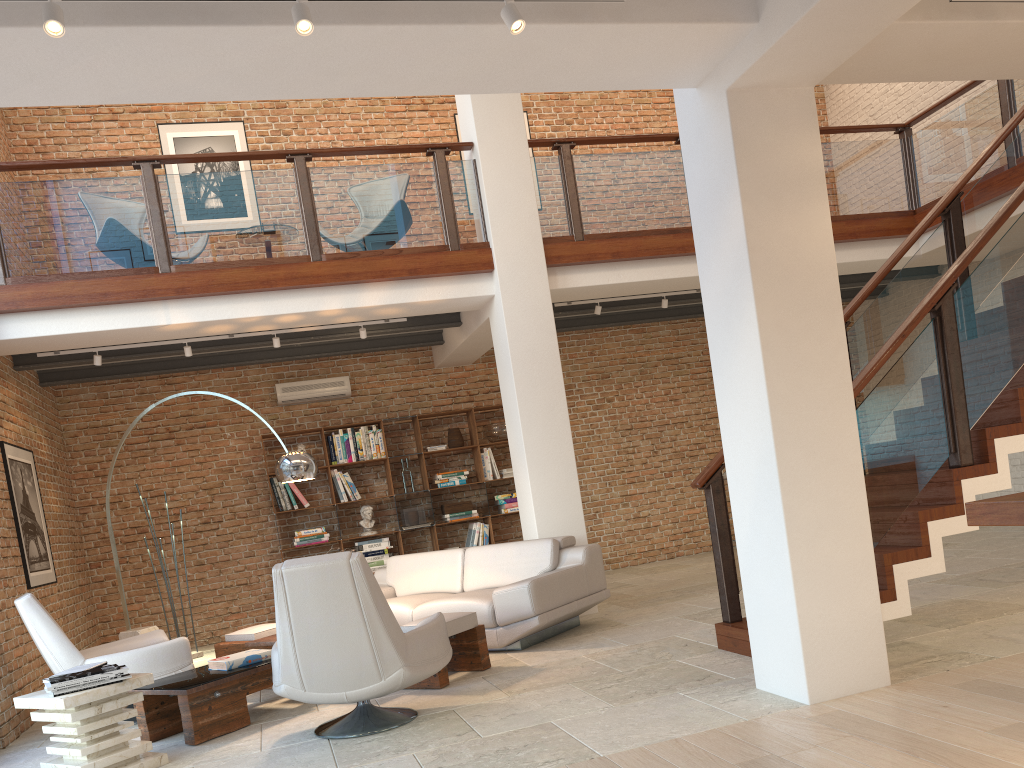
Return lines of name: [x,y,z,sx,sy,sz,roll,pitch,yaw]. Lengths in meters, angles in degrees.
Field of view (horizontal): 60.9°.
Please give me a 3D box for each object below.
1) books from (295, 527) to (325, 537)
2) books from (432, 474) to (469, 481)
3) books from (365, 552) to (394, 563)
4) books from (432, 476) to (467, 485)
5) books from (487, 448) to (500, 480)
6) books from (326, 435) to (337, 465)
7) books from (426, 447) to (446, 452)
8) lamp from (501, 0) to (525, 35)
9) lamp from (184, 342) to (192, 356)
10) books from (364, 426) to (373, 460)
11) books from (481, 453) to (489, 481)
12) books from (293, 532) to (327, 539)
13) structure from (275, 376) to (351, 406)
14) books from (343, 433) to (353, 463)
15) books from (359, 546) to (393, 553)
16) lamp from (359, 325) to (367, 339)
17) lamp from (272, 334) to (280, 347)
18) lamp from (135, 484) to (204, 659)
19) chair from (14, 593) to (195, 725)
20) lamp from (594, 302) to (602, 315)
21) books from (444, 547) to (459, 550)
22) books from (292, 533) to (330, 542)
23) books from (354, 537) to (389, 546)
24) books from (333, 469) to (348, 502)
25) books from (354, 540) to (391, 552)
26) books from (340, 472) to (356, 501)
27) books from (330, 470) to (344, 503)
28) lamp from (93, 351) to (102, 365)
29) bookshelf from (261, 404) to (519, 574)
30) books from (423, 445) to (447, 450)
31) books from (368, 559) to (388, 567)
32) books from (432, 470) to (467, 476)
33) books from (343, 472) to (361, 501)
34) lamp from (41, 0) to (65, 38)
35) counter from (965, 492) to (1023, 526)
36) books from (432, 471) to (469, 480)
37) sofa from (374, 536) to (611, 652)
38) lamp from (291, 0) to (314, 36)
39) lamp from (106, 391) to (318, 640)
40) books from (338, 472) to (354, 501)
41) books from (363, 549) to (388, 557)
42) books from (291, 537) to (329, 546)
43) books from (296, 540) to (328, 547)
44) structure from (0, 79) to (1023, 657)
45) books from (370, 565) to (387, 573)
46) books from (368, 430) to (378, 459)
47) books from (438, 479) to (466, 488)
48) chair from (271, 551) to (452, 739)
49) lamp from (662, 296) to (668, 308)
books: [-2.253,1.650,9.728,0.324,0.055,0.258,-7,-7,-14]
books: [-0.719,1.092,10.139,0.376,0.018,0.248,-6,-8,-23]
books: [-1.564,1.980,9.912,0.375,0.064,0.248,-5,-7,-29]
books: [-0.732,1.123,10.146,0.377,0.036,0.247,-7,-7,-16]
books: [-0.242,0.945,10.295,0.100,0.383,0.245,-10,1,-17]
books: [-2.025,0.755,9.786,0.055,0.329,0.256,-10,0,-17]
books: [-0.879,0.757,10.036,0.204,0.034,0.134,-7,-7,-16]
lamp: [0.002,-1.278,3.033,0.087,0.129,0.058,-9,1,44]
lamp: [-2.788,-0.295,7.498,0.060,0.121,0.086,-9,0,-14]
books: [-1.640,0.680,9.883,0.036,0.383,0.245,-10,1,-17]
books: [-0.356,0.984,10.241,0.055,0.329,0.256,-10,0,-17]
books: [-2.256,1.689,9.730,0.353,0.020,0.276,-7,-7,-17]
structure: [-2.237,0.078,9.823,0.807,0.219,0.202,-7,-2,-16]
books: [-1.862,0.735,9.832,0.055,0.329,0.256,-10,0,-17]
books: [-1.589,1.884,9.904,0.441,0.020,0.275,-7,-7,-16]
lamp: [-1.353,-0.470,7.908,0.060,0.115,0.095,-9,-1,-10]
lamp: [-2.080,-0.377,7.695,0.060,0.129,0.086,-9,0,-14]
lamp: [-3.419,1.875,8.709,0.202,1.821,0.410,-5,4,44]
chair: [-2.826,1.867,6.073,0.971,0.997,1.042,-8,-2,-32]
lamp: [0.838,-0.729,8.507,0.087,0.129,0.058,-9,1,44]
books: [-0.707,1.929,10.180,0.131,0.034,0.209,-6,-7,-21]
books: [-2.244,1.714,9.713,0.376,0.036,0.248,-6,-7,-22]
books: [-1.604,1.792,9.913,0.377,0.036,0.247,-7,-7,-16]
books: [-1.934,1.148,9.798,0.103,0.383,0.245,-10,1,-17]
books: [-1.593,1.843,9.922,0.376,0.064,0.248,-6,-7,-22]
books: [-1.865,1.159,9.838,0.124,0.348,0.274,-9,0,-17]
books: [-1.976,1.155,9.811,0.100,0.383,0.245,-10,1,-17]
lamp: [-3.473,-0.209,7.304,0.087,0.129,0.058,-9,1,44]
bookshelf: [-1.142,1.492,10.017,3.012,2.202,0.366,-8,3,-15]
books: [-0.890,0.733,10.040,0.234,0.019,0.173,-6,-7,-23]
books: [-1.570,2.044,9.929,0.360,0.055,0.286,-7,-7,-14]
books: [-0.731,1.038,10.147,0.353,0.020,0.276,-7,-7,-17]
books: [-1.814,1.160,9.837,0.157,0.329,0.256,-9,0,-17]
lamp: [-1.392,-1.115,2.641,0.060,0.121,0.086,-9,0,-14]
counter: [2.588,0.521,1.707,1.674,0.916,2.528,-7,-6,-16]
books: [-0.719,1.063,10.130,0.376,0.036,0.248,-6,-7,-22]
sofa: [-0.476,1.769,7.262,2.365,0.755,1.132,-13,-5,34]
lamp: [-0.684,-1.195,2.839,0.060,0.129,0.086,-9,0,-14]
lamp: [-2.355,1.221,6.917,2.051,2.352,0.314,-9,3,21]
books: [-1.883,1.160,9.823,0.124,0.348,0.274,-9,0,-17]
books: [-1.596,1.921,9.891,0.323,0.055,0.258,-6,-7,-21]
books: [-2.250,1.753,9.719,0.376,0.036,0.248,-6,-7,-21]
books: [-2.239,1.781,9.729,0.353,0.020,0.275,-7,-7,-16]
structure: [1.818,-0.721,3.882,10.082,4.126,14.030,-7,-6,-16]
books: [-1.554,2.100,9.914,0.376,0.064,0.248,-6,-7,-22]
books: [-1.590,0.701,9.891,0.055,0.329,0.256,-10,0,-17]
books: [-0.703,1.165,10.146,0.325,0.055,0.257,-8,-7,-6]
chair: [-0.895,1.405,4.774,1.028,1.015,0.973,-9,-2,0]
lamp: [1.523,-0.812,8.701,0.060,0.129,0.086,-9,0,-14]
